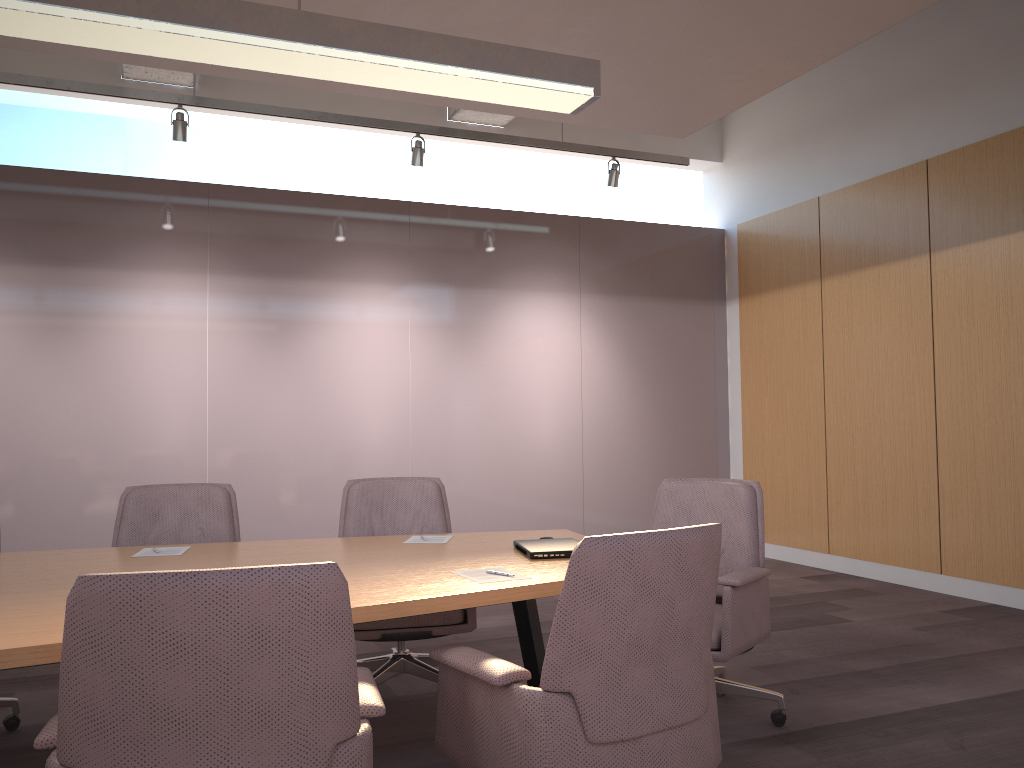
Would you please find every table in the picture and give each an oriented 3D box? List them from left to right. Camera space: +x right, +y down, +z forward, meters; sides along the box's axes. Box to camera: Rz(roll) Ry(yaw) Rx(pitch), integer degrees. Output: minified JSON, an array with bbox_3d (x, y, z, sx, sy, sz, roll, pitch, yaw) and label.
[{"bbox_3d":[-3.256,0.945,1.774,8.000,0.748,1.885,0,-3,-23],"label":"table"}]

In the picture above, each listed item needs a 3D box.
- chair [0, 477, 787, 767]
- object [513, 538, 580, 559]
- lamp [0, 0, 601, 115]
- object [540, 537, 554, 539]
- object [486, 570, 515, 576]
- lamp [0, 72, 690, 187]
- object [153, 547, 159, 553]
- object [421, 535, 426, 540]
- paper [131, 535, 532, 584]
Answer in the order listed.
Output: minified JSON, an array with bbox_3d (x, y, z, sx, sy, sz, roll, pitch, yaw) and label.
[{"bbox_3d":[-3.358,0.844,1.745,9.673,0.948,3.001,0,-3,-22],"label":"chair"},{"bbox_3d":[0.143,0.578,3.128,0.231,0.026,0.325,0,-3,-10],"label":"object"},{"bbox_3d":[-2.939,-2.003,2.046,6.974,1.864,0.200,0,-3,-23],"label":"lamp"},{"bbox_3d":[0.128,0.594,3.388,0.070,0.019,0.039,1,-3,-29],"label":"object"},{"bbox_3d":[-0.033,0.565,2.646,0.009,0.009,0.125,2,-4,-44],"label":"object"},{"bbox_3d":[-3.023,-2.276,1.981,12.467,1.321,5.699,0,-3,-23],"label":"lamp"},{"bbox_3d":[-1.313,0.610,3.265,0.009,0.009,0.125,1,-3,-30],"label":"object"},{"bbox_3d":[-0.354,0.610,3.527,0.009,0.009,0.125,0,-3,-15],"label":"object"},{"bbox_3d":[-3.179,0.572,1.833,6.800,0.001,1.713,0,-3,-22],"label":"paper"}]
